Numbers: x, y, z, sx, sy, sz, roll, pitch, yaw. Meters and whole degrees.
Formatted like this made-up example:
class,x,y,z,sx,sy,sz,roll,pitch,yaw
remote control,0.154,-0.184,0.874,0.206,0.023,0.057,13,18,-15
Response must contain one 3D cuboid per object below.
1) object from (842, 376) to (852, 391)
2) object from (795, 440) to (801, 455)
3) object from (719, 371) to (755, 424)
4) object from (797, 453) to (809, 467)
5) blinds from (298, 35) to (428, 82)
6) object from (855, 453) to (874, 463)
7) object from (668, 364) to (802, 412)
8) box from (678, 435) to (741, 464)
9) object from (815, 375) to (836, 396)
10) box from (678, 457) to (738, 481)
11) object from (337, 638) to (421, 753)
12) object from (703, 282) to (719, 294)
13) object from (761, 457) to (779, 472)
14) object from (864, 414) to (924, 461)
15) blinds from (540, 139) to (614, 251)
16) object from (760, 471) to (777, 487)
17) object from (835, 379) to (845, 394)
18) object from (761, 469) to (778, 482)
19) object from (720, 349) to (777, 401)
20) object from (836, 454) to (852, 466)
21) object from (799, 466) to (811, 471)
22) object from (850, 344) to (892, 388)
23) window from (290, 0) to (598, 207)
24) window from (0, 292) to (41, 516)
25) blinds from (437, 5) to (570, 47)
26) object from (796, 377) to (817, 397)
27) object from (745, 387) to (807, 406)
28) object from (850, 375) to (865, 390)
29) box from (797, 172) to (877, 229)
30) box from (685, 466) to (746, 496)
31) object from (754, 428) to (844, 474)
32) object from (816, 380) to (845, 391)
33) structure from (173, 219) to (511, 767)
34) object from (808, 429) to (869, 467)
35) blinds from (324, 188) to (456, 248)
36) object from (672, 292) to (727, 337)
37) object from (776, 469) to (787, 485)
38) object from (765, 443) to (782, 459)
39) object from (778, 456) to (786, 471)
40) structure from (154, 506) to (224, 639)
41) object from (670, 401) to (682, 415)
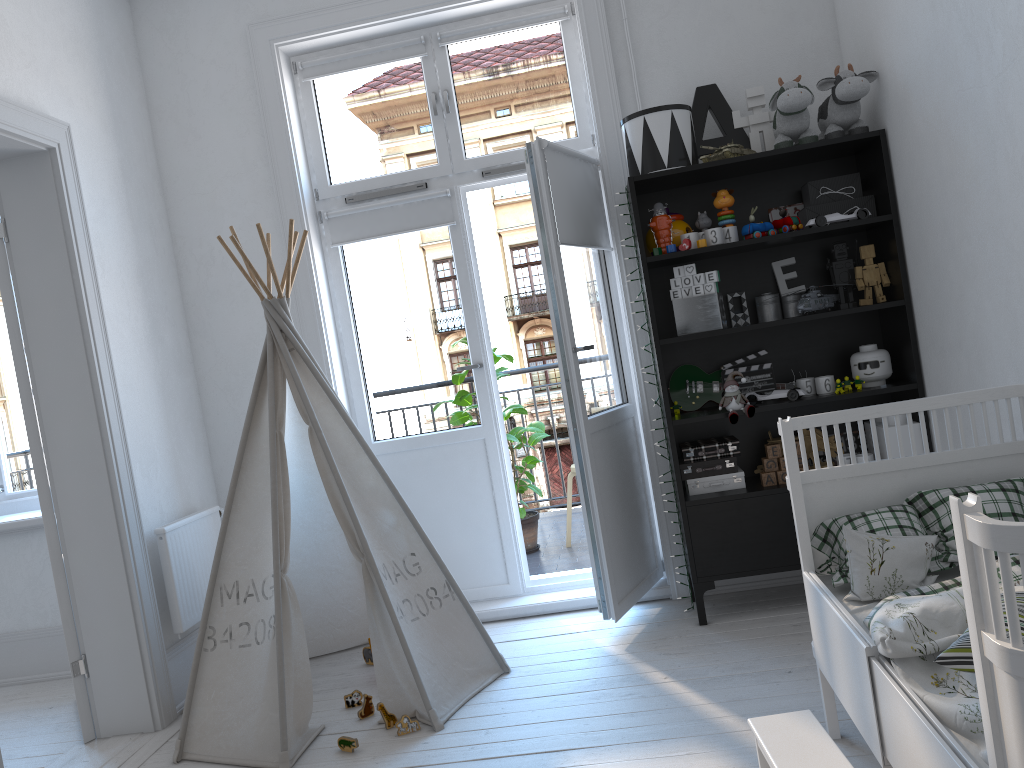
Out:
class,x,y,z,sx,sy,sz,roll,pitch,yaw
object,1.243,-0.001,3.288,0.042,0.054,0.031,-9,2,7
object,1.060,0.239,3.327,0.050,0.050,0.050,-9,2,27
object,0.815,0.048,3.230,0.110,0.186,0.129,-10,2,-6
object,1.083,0.285,3.340,0.050,0.050,0.050,-9,2,7
blinds,-0.645,-1.404,3.831,0.565,0.087,0.032,-9,2,7
object,1.293,0.293,3.254,0.067,0.067,0.067,-9,2,21
object,0.895,0.011,3.514,0.542,0.239,0.093,-9,2,8
box,0.765,0.254,3.439,0.216,0.062,0.179,-9,2,7
object,1.165,0.005,3.297,0.067,0.067,0.067,-9,2,21
box,0.756,0.318,3.442,0.216,0.062,0.179,-9,2,7
object,-0.405,0.943,3.077,0.385,0.284,0.856,-9,2,-1
object,0.737,-0.354,3.279,0.040,0.040,0.040,-8,2,37
object,0.974,0.303,3.346,0.050,0.050,0.050,-9,2,7
object,1.426,0.203,3.315,0.132,0.199,0.267,-9,2,7
blinds,0.269,-0.725,3.477,0.032,0.390,0.565,-8,2,27
object,0.963,0.355,3.330,0.050,0.050,0.050,-9,2,7
object,1.195,0.009,3.240,0.042,0.054,0.031,-11,2,-33
object,0.984,0.350,3.383,0.050,0.050,0.050,-9,2,7
object,0.927,-0.025,3.482,0.201,0.199,0.048,-9,2,7
object,1.251,0.299,3.314,0.067,0.067,0.067,-9,2,21
object,1.086,0.335,3.315,0.050,0.050,0.050,-8,2,37
object,1.346,-0.067,3.324,0.139,0.162,0.139,-10,2,-18
window,-0.302,-1.208,3.822,1.263,0.660,0.101,-9,2,7
window,-2.714,-0.282,4.372,1.358,1.902,0.093,-9,2,7
blinds,-0.039,-1.516,3.755,0.565,0.060,0.032,-9,2,7
object,1.112,0.013,3.351,0.067,0.067,0.067,-9,2,21
object,0.986,0.045,3.328,0.231,0.048,0.098,-8,2,32
object,1.269,-0.004,3.255,0.031,0.054,0.042,-11,2,-38
box,1.225,-0.684,3.360,0.251,0.189,0.179,-9,2,7
box,0.784,0.375,3.442,0.216,0.062,0.179,-9,2,7
object,1.110,0.262,3.443,0.337,0.186,0.111,-9,2,22
object,1.230,0.007,3.448,0.163,0.034,0.069,-9,2,7
structure,-0.749,0.263,3.169,1.142,1.750,1.143,-10,2,-17
object,1.274,0.261,3.513,0.347,0.120,0.034,-9,2,7
blinds,-0.531,-0.720,3.855,0.565,0.158,0.032,-9,2,7
object,0.707,-0.261,3.339,0.170,0.138,0.124,-9,2,22
object,1.020,0.346,3.323,0.050,0.050,0.050,-9,2,12
object,0.982,0.251,3.335,0.050,0.050,0.050,-9,2,7
object,1.027,0.295,3.320,0.050,0.050,0.050,-9,2,7
structure,-1.226,0.743,3.569,0.075,0.460,0.635,-9,2,3
object,0.643,0.094,3.470,0.042,0.054,0.031,-9,2,17
